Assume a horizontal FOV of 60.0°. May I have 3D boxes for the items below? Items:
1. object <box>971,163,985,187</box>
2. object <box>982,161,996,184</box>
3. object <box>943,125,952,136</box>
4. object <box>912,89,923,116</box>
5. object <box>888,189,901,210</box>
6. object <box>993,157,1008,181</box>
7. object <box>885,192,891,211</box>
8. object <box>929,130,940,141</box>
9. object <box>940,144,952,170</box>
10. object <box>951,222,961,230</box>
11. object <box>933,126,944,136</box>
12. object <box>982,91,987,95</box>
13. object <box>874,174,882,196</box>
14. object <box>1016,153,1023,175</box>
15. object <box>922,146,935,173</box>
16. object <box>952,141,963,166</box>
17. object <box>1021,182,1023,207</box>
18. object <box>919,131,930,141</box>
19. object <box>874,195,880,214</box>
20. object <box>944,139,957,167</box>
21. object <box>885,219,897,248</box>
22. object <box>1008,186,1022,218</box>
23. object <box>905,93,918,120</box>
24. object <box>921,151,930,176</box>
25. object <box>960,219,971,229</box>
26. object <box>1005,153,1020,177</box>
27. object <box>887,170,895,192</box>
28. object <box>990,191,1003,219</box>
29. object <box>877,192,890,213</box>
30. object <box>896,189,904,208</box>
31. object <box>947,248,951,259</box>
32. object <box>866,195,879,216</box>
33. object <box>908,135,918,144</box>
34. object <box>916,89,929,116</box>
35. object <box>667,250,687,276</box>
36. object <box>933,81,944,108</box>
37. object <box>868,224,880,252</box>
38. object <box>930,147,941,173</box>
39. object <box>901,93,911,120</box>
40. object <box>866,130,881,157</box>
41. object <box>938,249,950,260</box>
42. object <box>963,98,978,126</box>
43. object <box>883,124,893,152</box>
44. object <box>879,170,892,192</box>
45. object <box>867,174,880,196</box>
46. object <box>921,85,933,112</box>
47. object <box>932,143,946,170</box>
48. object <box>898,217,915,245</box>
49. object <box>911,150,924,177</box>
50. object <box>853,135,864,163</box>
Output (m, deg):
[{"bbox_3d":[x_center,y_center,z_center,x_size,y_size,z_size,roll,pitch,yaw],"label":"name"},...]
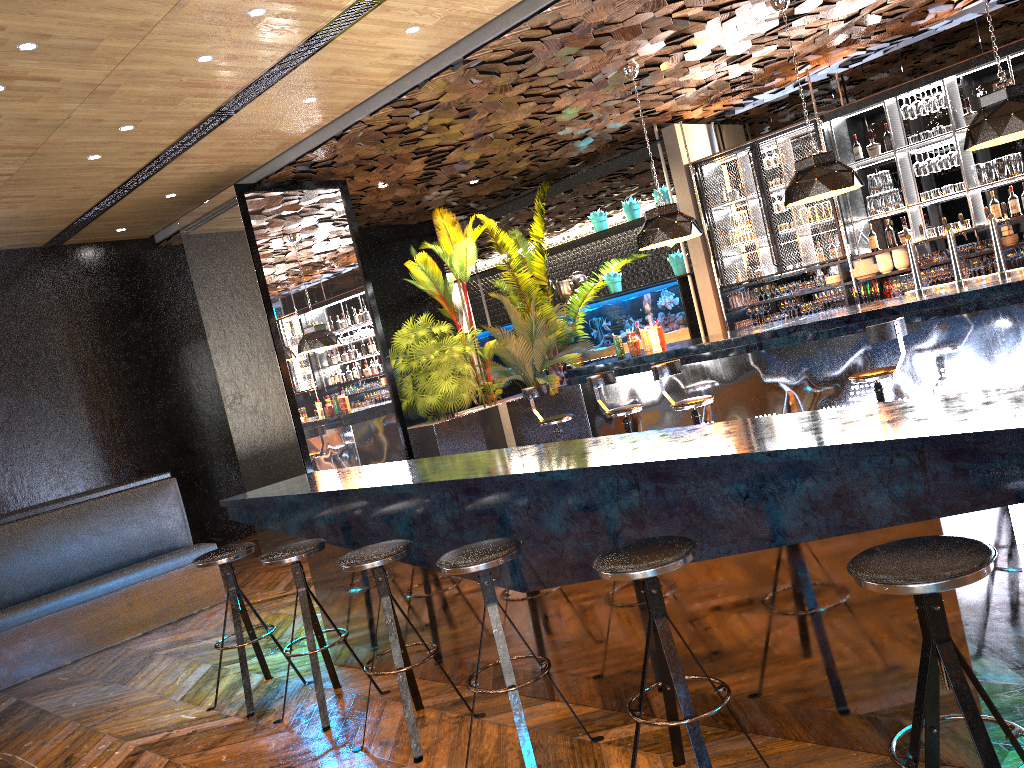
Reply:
[{"bbox_3d":[4.423,-1.977,8.409,0.105,0.209,0.105,-13,2,0],"label":"object"},{"bbox_3d":[4.546,-2.008,8.444,0.105,0.209,0.105,-13,2,0],"label":"object"},{"bbox_3d":[4.266,-2.475,8.669,0.089,0.092,0.089,-13,2,14],"label":"object"},{"bbox_3d":[3.935,-2.744,8.632,0.092,0.244,0.092,-13,2,6],"label":"object"},{"bbox_3d":[3.887,-1.874,9.020,0.105,0.209,0.105,-13,2,0],"label":"object"},{"bbox_3d":[4.573,-2.008,8.292,0.105,0.209,0.105,-13,2,0],"label":"object"},{"bbox_3d":[3.886,-1.881,9.192,0.105,0.209,0.105,-13,2,0],"label":"object"},{"bbox_3d":[4.172,-2.456,8.750,0.089,0.092,0.089,-15,3,-34],"label":"object"},{"bbox_3d":[4.250,-2.233,8.701,0.092,0.244,0.092,-13,2,6],"label":"object"},{"bbox_3d":[4.362,-1.538,8.711,0.089,0.092,0.089,-15,3,-34],"label":"object"},{"bbox_3d":[4.119,-2.435,8.562,0.089,0.092,0.089,-13,2,14],"label":"object"},{"bbox_3d":[4.450,-2.595,8.300,0.083,0.282,0.083,-12,3,30],"label":"object"},{"bbox_3d":[3.797,-2.076,9.227,0.105,0.209,0.105,-13,2,0],"label":"object"},{"bbox_3d":[4.714,-2.041,8.265,0.105,0.209,0.105,-13,2,0],"label":"object"},{"bbox_3d":[4.069,-2.188,8.655,0.092,0.244,0.092,-13,2,6],"label":"object"},{"bbox_3d":[4.321,-2.247,8.627,0.092,0.244,0.092,-13,2,6],"label":"object"},{"bbox_3d":[4.780,-1.725,8.229,0.086,0.298,0.086,-13,2,4],"label":"object"},{"bbox_3d":[4.054,-2.426,8.699,0.089,0.092,0.089,-13,2,14],"label":"object"},{"bbox_3d":[3.807,-1.866,9.284,0.105,0.209,0.105,-13,2,0],"label":"object"},{"bbox_3d":[4.208,-2.215,8.511,0.092,0.244,0.092,-13,2,6],"label":"object"},{"bbox_3d":[3.882,-1.547,9.110,0.086,0.297,0.086,-14,2,-11],"label":"object"},{"bbox_3d":[4.714,-1.714,8.330,0.086,0.298,0.086,-13,2,4],"label":"object"},{"bbox_3d":[3.972,-2.761,8.826,0.092,0.244,0.092,-13,2,6],"label":"object"},{"bbox_3d":[4.106,-2.205,8.849,0.092,0.244,0.092,-13,2,6],"label":"object"},{"bbox_3d":[4.392,-1.540,8.591,0.089,0.092,0.089,-15,3,-34],"label":"object"},{"bbox_3d":[4.632,-2.018,8.198,0.105,0.209,0.105,-13,2,0],"label":"object"},{"bbox_3d":[3.870,-2.090,9.135,0.105,0.209,0.105,-13,2,0],"label":"object"},{"bbox_3d":[4.589,-1.686,8.424,0.086,0.299,0.086,-13,2,4],"label":"object"},{"bbox_3d":[3.816,-1.861,9.110,0.105,0.209,0.105,-13,2,0],"label":"object"},{"bbox_3d":[3.954,-1.894,9.107,0.105,0.209,0.105,-13,2,0],"label":"object"},{"bbox_3d":[4.335,-1.294,8.786,0.109,0.100,0.109,-12,3,28],"label":"object"},{"bbox_3d":[3.734,-1.845,9.194,0.105,0.209,0.105,-13,2,0],"label":"object"},{"bbox_3d":[3.987,-2.414,8.802,0.089,0.092,0.089,-13,2,14],"label":"object"},{"bbox_3d":[4.048,-2.776,8.748,0.092,0.244,0.092,-13,2,6],"label":"object"},{"bbox_3d":[2.041,-1.478,10.847,0.265,0.325,0.245,-12,3,39],"label":"object"},{"bbox_3d":[4.075,-2.772,8.488,0.092,0.244,0.092,-13,2,6],"label":"object"},{"bbox_3d":[3.771,-1.526,9.268,0.086,0.299,0.086,-13,2,4],"label":"object"},{"bbox_3d":[4.182,-2.220,8.771,0.092,0.244,0.092,-13,2,6],"label":"object"},{"bbox_3d":[3.859,-2.729,8.710,0.092,0.244,0.092,-13,2,6],"label":"object"},{"bbox_3d":[3.689,-2.449,9.064,0.123,0.279,0.123,-12,3,34],"label":"object"},{"bbox_3d":[4.226,-1.264,8.675,0.109,0.100,0.109,-12,3,28],"label":"object"},{"bbox_3d":[4.343,-2.572,8.413,0.123,0.279,0.123,-12,3,34],"label":"object"},{"bbox_3d":[3.805,-2.484,8.965,0.086,0.299,0.086,-13,2,4],"label":"object"},{"bbox_3d":[3.811,-2.073,9.068,0.105,0.209,0.105,-13,2,0],"label":"object"},{"bbox_3d":[3.724,-2.055,9.144,0.105,0.209,0.105,-13,2,0],"label":"object"},{"bbox_3d":[4.003,-2.758,8.561,0.092,0.244,0.092,-13,2,6],"label":"object"},{"bbox_3d":[4.137,-2.201,8.585,0.092,0.244,0.092,-13,2,6],"label":"object"},{"bbox_3d":[4.000,-1.560,9.006,0.123,0.279,0.123,-15,3,-31],"label":"object"},{"bbox_3d":[3.993,-2.173,8.734,0.092,0.244,0.092,-13,2,6],"label":"object"},{"bbox_3d":[3.594,-2.445,9.222,0.086,0.298,0.086,-13,2,4],"label":"object"}]
